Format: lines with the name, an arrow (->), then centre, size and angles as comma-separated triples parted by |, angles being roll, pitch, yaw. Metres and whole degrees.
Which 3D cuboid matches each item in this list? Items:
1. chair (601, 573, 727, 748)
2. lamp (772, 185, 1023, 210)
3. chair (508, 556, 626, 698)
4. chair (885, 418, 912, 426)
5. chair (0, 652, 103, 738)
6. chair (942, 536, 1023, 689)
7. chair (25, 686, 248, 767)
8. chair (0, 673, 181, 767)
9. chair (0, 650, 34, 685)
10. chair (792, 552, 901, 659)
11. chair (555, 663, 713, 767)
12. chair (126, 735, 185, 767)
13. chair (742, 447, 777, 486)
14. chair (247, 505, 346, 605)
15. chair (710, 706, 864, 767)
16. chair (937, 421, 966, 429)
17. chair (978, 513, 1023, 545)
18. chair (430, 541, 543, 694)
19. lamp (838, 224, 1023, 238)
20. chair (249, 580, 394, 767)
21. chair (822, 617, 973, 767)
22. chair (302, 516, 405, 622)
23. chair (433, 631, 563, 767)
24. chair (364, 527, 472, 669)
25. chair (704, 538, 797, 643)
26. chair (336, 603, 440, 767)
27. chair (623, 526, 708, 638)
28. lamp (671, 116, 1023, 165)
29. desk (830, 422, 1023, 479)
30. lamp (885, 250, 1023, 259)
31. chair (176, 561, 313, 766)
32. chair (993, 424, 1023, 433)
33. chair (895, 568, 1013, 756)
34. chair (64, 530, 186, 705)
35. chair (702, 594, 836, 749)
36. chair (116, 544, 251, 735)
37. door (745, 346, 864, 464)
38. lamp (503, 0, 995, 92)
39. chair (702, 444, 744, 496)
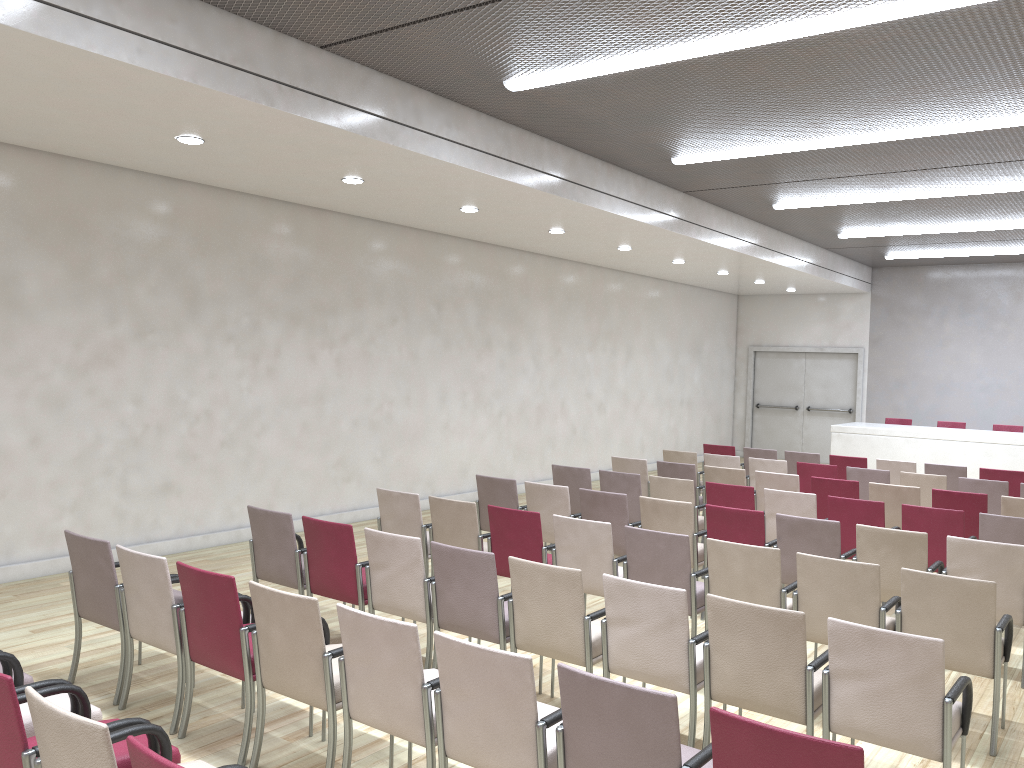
chair -> 0.782, 1.378, 4.441 | 0.513, 0.890, 0.640 | 3, 2, 37
lamp -> 4.688, -2.181, 10.337 | 3.303, 0.045, 0.198 | 3, 2, 36
chair -> 0.319, 1.355, 4.768 | 0.513, 0.890, 0.640 | 3, 2, 36
chair -> 6.710, 1.061, 15.580 | 0.513, 0.890, 0.640 | 3, 2, 35
chair -> -2.000, 1.313, 3.434 | 0.513, 0.890, 0.640 | 3, 2, 37
chair -> 3.110, 1.419, 5.780 | 0.513, 0.890, 0.640 | 3, 2, 35
chair -> -1.121, 1.359, 2.775 | 0.513, 0.890, 0.640 | 3, 2, 36
chair -> -1.562, 1.336, 3.103 | 0.513, 0.890, 0.640 | 3, 2, 37
chair -> -2.449, 1.291, 3.758 | 0.513, 0.890, 0.640 | 3, 2, 37
chair -> 1.935, 1.398, 5.107 | 0.513, 0.890, 0.640 | 3, 2, 35
chair -> 0.494, 1.402, 3.132 | 0.513, 0.890, 0.640 | 3, 2, 37
chair -> -0.680, 1.381, 2.460 | 0.513, 0.890, 0.640 | 3, 2, 36
chair -> 3.357, 1.278, 11.691 | 0.513, 0.890, 0.640 | 3, 2, 36
chair -> -1.438, 1.265, 6.065 | 0.513, 0.890, 0.640 | 3, 2, 37
chair -> 0.934, 1.425, 2.788 | 0.513, 0.890, 0.640 | 3, 2, 36
chair -> 7.402, 1.096, 15.073 | 0.513, 0.890, 0.640 | 3, 2, 35
chair -> 3.840, 1.418, 6.771 | 0.513, 0.890, 0.640 | 3, 2, 36
chair -> -0.119, 1.333, 5.084 | 0.513, 0.890, 0.640 | 3, 2, 36
lamp -> 6.345, -2.185, 12.602 | 3.303, 0.045, 0.198 | 3, 2, 36
chair -> -0.844, 1.334, 4.097 | 0.513, 0.890, 0.640 | 3, 2, 36
chair -> 1.651, 1.422, 3.800 | 0.513, 0.890, 0.640 | 3, 2, 37
chair -> -0.996, 1.287, 5.743 | 0.513, 0.890, 0.640 | 3, 2, 36
chair -> 0.043, 1.379, 3.448 | 0.513, 0.890, 0.640 | 3, 2, 36
chair -> -0.545, 1.310, 5.418 | 0.513, 0.890, 0.640 | 3, 2, 36
chair -> 1.505, 1.376, 5.441 | 0.513, 0.890, 0.640 | 3, 2, 36
chair -> -0.386, 1.357, 3.775 | 0.513, 0.890, 0.640 | 3, 2, 37
chair -> 1.055, 1.353, 5.757 | 0.513, 0.890, 0.640 | 3, 2, 37
lamp -> 2.986, -2.177, 8.012 | 3.303, 0.045, 0.198 | 3, 2, 36
desk -> 7.065, 1.264, 13.950 | 3.652, 1.042, 1.456 | 3, 2, 36
lamp -> 8.029, -2.189, 14.904 | 3.303, 0.045, 0.198 | 3, 2, 36
chair -> -1.290, 1.312, 4.415 | 0.513, 0.890, 0.640 | 3, 2, 36
chair -> 8.094, 1.131, 14.567 | 0.513, 0.890, 0.640 | 3, 2, 35
chair -> 2.389, 1.421, 4.795 | 0.513, 0.890, 0.640 | 3, 2, 36
chair -> -2.165, 1.266, 5.077 | 0.513, 0.890, 0.640 | 3, 2, 36
chair -> 1.218, 1.400, 4.123 | 0.513, 0.890, 0.640 | 3, 2, 36
chair -> -1.726, 1.289, 4.738 | 0.513, 0.890, 0.640 | 3, 2, 36
door -> 6.061, 0.438, 18.459 | 2.373, 2.400, 0.200 | 3, 2, 36
lamp -> 1.320, -2.174, 5.735 | 3.303, 0.045, 0.198 | 3, 2, 36
chair -> 2.904, 1.255, 12.022 | 0.513, 0.890, 0.640 | 3, 2, 36
